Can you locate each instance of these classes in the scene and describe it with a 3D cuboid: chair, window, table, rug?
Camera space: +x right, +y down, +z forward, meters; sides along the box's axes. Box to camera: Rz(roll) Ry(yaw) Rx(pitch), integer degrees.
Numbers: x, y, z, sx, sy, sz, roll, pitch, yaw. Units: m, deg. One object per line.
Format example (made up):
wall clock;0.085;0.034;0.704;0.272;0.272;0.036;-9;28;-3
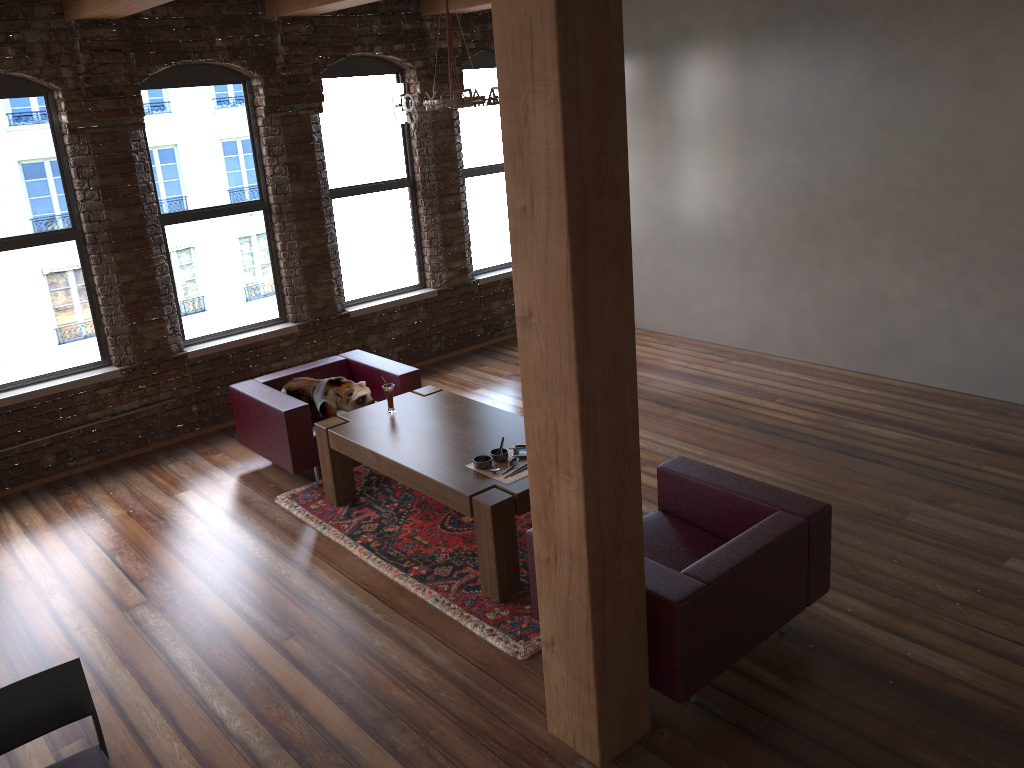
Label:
chair;-1.317;0.230;6.404;1.078;0.585;0.871;-19;23;-37
window;-3.440;-0.998;6.106;0.975;2.188;0.236;-18;21;-38
table;-0.313;0.557;5.268;0.906;0.543;1.761;-19;23;-37
rug;-0.257;0.822;5.314;1.353;0.009;2.477;-19;23;-37
window;-2.334;-1.390;7.003;0.975;2.188;0.236;-18;21;-38
window;-1.228;-1.781;7.901;0.975;2.188;0.236;-18;21;-38
chair;-1.238;1.357;2.449;0.433;0.969;0.469;-18;21;-37
window;-0.122;-2.172;8.799;0.975;2.188;0.236;-18;21;-38
chair;0.763;0.869;4.009;1.078;0.585;0.871;-19;23;-37

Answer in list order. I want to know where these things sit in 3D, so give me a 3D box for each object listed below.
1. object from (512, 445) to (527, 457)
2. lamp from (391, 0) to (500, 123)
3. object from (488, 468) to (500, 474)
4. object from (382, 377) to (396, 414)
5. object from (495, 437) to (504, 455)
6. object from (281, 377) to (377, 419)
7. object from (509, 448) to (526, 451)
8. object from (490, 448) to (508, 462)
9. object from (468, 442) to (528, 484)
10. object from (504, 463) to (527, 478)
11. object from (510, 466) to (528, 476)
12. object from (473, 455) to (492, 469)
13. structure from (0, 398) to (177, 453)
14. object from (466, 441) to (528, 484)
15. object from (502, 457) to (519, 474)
object;0.112;0.367;4.843;0.213;0.018;0.156;-3;19;5
lamp;-0.382;-2.086;5.554;0.809;0.805;0.820;-4;17;1
object;-0.094;0.454;4.627;0.059;0.021;0.018;-4;17;2
object;-0.776;0.068;5.618;0.076;0.229;0.096;-7;17;-6
object;-0.064;0.351;4.810;0.045;0.079;0.139;0;19;15
object;-1.298;0.104;6.225;0.755;0.293;0.369;3;19;21
object;0.110;0.362;4.819;0.270;0.008;0.007;4;19;24
object;-0.069;0.386;4.790;0.099;0.043;0.100;-5;18;-2
object;0.041;0.412;4.758;0.474;0.003;0.334;-19;24;-37
object;0.043;0.441;4.656;0.007;0.008;0.273;9;23;37
object;0.083;0.435;4.665;0.007;0.008;0.272;12;25;43
object;-0.156;0.418;4.715;0.099;0.043;0.100;-9;19;-13
structure;-7.819;1.877;2.650;1.640;0.309;13.823;12;25;41
object;0.040;0.411;4.759;0.472;0.001;0.354;-19;24;-37
object;-0.013;0.430;4.667;0.045;0.030;0.155;7;22;33
